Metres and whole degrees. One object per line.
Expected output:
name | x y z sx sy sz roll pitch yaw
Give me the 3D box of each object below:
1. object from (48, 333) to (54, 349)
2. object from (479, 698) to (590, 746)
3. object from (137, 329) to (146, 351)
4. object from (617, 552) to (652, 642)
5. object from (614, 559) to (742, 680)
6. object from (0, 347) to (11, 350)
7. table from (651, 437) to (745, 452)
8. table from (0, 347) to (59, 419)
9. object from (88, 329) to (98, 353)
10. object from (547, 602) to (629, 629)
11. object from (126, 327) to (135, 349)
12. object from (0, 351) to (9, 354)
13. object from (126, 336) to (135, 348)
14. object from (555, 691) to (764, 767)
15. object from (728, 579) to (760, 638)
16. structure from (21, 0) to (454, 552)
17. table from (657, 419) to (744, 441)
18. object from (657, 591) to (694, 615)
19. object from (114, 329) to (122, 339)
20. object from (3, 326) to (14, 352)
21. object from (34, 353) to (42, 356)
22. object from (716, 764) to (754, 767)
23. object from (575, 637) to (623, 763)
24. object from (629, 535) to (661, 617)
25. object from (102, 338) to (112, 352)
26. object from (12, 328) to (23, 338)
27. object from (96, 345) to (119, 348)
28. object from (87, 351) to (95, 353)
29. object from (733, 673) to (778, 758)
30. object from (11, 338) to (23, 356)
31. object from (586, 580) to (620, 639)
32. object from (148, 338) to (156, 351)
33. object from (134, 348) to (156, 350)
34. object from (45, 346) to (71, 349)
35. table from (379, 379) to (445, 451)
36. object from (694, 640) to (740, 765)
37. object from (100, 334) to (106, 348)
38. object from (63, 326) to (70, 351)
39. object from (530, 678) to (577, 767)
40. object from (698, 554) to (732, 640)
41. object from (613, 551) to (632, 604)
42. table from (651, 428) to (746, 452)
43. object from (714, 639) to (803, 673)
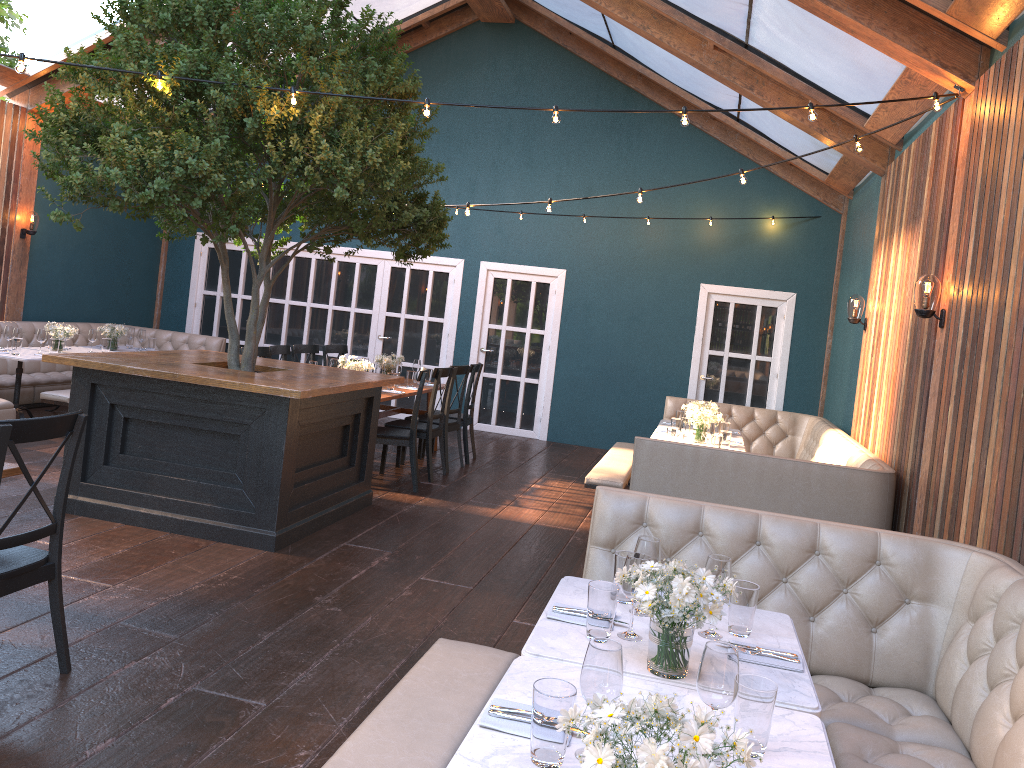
object | -4.754 -0.441 9.156 0.092 0.158 0.092 7 2 -1
object | 0.061 0.761 2.004 0.255 0.019 0.157 8 5 13
object | -4.205 -0.493 10.039 0.092 0.244 0.092 6 2 -35
object | 0.365 0.632 2.632 0.092 0.244 0.092 6 1 -29
object | 0.438 0.625 2.412 0.337 0.309 0.329 8 3 25
object | -4.939 -0.345 8.572 0.255 0.019 0.157 8 5 13
table | 1.437 0.856 7.054 0.800 0.671 0.799 7 3 12
table | -4.733 0.035 8.470 0.800 0.671 0.799 7 3 12
object | -4.397 -0.453 9.271 0.092 0.244 0.092 6 1 -29
object | 0.240 0.721 2.756 0.255 0.019 0.157 8 5 13
object | -4.396 -0.528 10.195 0.092 0.244 0.092 6 2 -35
object | -4.792 -0.299 8.220 0.158 0.019 0.255 8 5 13
object | -4.445 -0.498 10.295 0.092 0.158 0.092 7 2 -1
object | 0.226 0.677 1.476 0.337 0.309 0.328 8 3 29
object | 0.720 0.704 2.769 0.092 0.158 0.092 7 2 -1
structure | -1.787 -0.965 6.193 2.722 3.692 2.849 7 2 21
table | 1.800 0.768 8.646 0.800 0.671 0.799 7 3 12
object | 0.539 0.737 2.979 0.158 0.019 0.255 8 5 13
object | -4.452 -0.516 9.973 0.092 0.244 0.092 6 2 -35
object | -4.806 -0.432 8.442 0.092 0.244 0.092 6 1 -29
object | -4.443 -0.277 8.444 0.255 0.019 0.157 8 5 13
object | 0.546 0.831 1.823 0.255 0.019 0.157 8 5 13
object | 0.185 0.672 1.880 0.092 0.244 0.092 6 1 -29
object | 0.431 0.620 2.865 0.092 0.244 0.092 6 1 -29
object | -4.283 -0.402 9.336 0.092 0.158 0.092 7 2 -1
object | -4.663 -0.407 8.337 0.092 0.244 0.092 6 1 -29
object | -4.589 -0.427 10.085 0.255 0.019 0.157 8 5 13
object | -4.283 -0.318 9.166 0.255 0.019 0.157 8 5 13
object | 0.542 0.747 1.988 0.092 0.158 0.092 7 2 -1
object | -4.599 -0.346 8.212 0.092 0.158 0.092 7 2 -1
object | 0.260 0.666 2.589 0.092 0.158 0.092 7 2 -1
object | -4.116 -0.445 10.103 0.092 0.158 0.092 7 2 -1
object | -4.288 -0.411 10.309 0.158 0.019 0.255 8 5 13
object | -4.766 -0.387 9.333 0.255 0.019 0.157 8 5 13
table | -1.427 0.376 8.570 0.952 0.728 2.433 7 4 12
object | 0.447 0.697 1.943 0.092 0.244 0.092 6 1 -29
object | -4.574 -0.482 9.912 0.092 0.158 0.092 7 2 -1
object | -4.627 -0.472 9.189 0.092 0.244 0.092 6 1 -29
object | 0.081 0.707 1.837 0.092 0.158 0.092 7 2 -1
object | 0.625 0.654 2.724 0.092 0.244 0.092 6 1 -29
object | 0.382 0.650 2.966 0.092 0.158 0.092 7 2 -1
table | 1.619 0.812 7.850 0.800 0.671 0.799 7 3 13
object | 0.724 0.788 2.604 0.255 0.019 0.157 8 5 13
